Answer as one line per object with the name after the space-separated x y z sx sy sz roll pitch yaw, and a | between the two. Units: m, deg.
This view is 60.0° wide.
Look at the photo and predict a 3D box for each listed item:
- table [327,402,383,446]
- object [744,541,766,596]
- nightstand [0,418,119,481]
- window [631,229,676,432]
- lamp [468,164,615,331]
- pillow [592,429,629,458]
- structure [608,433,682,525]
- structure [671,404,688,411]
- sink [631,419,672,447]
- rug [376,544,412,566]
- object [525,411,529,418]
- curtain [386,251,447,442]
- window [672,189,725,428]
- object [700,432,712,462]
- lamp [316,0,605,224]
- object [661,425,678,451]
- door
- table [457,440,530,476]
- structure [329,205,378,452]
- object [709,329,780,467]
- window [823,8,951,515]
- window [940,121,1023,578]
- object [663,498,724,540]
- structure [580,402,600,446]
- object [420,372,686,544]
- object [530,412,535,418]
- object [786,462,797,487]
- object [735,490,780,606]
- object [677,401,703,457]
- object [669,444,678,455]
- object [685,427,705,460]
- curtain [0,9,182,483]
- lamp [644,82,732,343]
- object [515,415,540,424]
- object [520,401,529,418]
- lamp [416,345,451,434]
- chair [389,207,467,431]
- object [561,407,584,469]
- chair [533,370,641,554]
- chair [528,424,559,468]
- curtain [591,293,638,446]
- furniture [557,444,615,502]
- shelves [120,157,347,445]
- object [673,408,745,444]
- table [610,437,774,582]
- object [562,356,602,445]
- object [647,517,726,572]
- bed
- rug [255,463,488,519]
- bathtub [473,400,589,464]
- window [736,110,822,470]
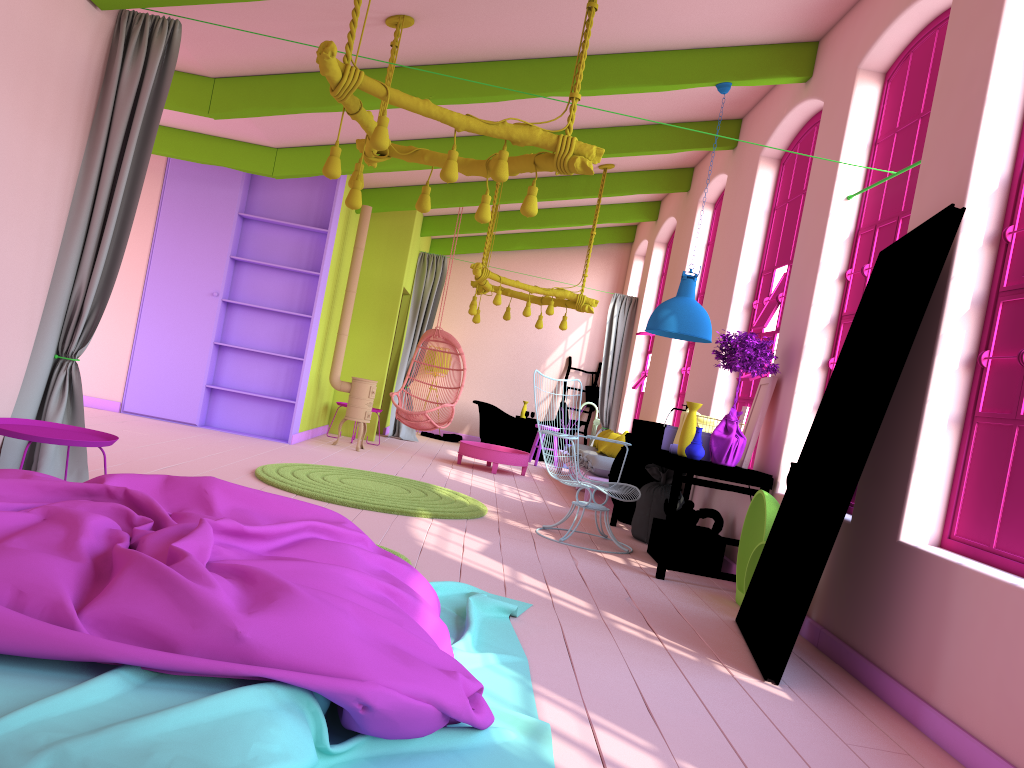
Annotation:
-1.981 0.502 11.280 0.595 0.458 0.596 11 0 36 | table
1.494 1.155 5.174 0.137 0.463 0.284 11 0 -17 | object
-2.246 0.438 4.249 0.595 0.458 0.596 11 0 36 | nightstand
2.042 -0.739 12.137 0.551 3.010 1.513 11 0 -2 | window
0.137 -1.779 10.922 1.612 2.265 1.774 11 0 -20 | lamp
1.295 0.735 10.830 0.578 0.399 1.997 11 0 -2 | pillow
1.272 0.927 8.470 0.719 0.845 0.717 11 0 -34 | structure
1.422 0.364 7.630 0.166 0.397 0.087 11 1 8 | structure
1.222 0.426 7.600 0.340 0.194 0.609 11 0 -2 | sink
-0.941 0.910 4.766 0.793 0.021 0.792 11 0 -19 | rug
0.229 0.513 13.963 0.069 0.170 0.069 11 0 18 | object
-1.408 -0.581 13.044 0.519 2.786 0.524 11 1 -21 | curtain
2.121 -0.739 9.685 0.072 3.047 1.274 11 0 -2 | window
1.370 0.442 6.286 0.109 0.197 0.109 11 0 35 | object
-0.379 -2.089 5.356 1.612 2.265 1.774 11 0 -20 | lamp
1.268 0.434 7.105 0.109 0.197 0.109 11 0 -10 | object
1.610 0.292 4.423 0.450 2.211 1.153 11 0 8 | door
-0.234 0.926 10.989 0.885 0.285 0.886 11 0 24 | table
-1.710 -0.644 10.431 0.577 2.814 0.403 11 1 15 | structure
1.558 0.096 6.162 0.441 0.951 0.502 10 1 -42 | object
2.260 -0.721 5.308 0.072 3.047 1.274 11 0 -2 | window
2.331 -0.701 3.402 0.214 3.010 1.513 11 0 -2 | window
1.344 1.128 6.789 0.300 0.448 0.671 11 0 -26 | object
1.247 0.828 14.176 0.451 1.061 0.254 11 1 42 | structure
0.104 0.334 11.169 2.827 1.580 7.864 11 0 -1 | object
0.322 0.531 14.130 0.069 0.170 0.069 11 0 18 | object
1.869 0.630 5.736 0.182 0.223 0.182 11 0 -24 | object
1.581 1.035 5.503 0.218 0.734 0.451 11 0 -2 | object
1.241 0.319 6.210 0.116 0.383 0.115 11 1 -28 | object
1.255 0.495 6.661 0.137 0.076 0.076 11 0 18 | object
1.251 0.403 6.013 0.132 0.219 0.132 11 0 15 | object
-2.335 -0.763 4.910 0.519 2.786 0.524 11 1 -21 | curtain
1.481 -1.352 6.900 0.528 2.002 0.529 11 1 30 | lamp
0.244 0.578 14.161 0.360 0.068 1.323 11 0 -2 | object
0.192 0.432 14.126 0.097 0.321 0.097 11 0 9 | object
-1.346 0.102 14.730 0.491 1.467 0.477 11 1 28 | lamp
-0.897 -0.944 11.292 0.859 3.130 0.806 11 1 18 | chair
0.877 0.785 13.419 0.451 0.987 0.277 11 1 42 | object
0.605 0.598 6.897 0.924 1.238 1.079 11 0 33 | chair
0.457 0.908 13.065 0.473 0.593 0.446 11 0 -33 | chair
1.467 0.026 13.136 0.518 2.786 0.525 11 1 17 | curtain
1.065 1.061 10.746 0.907 0.507 3.775 11 0 -2 | furniture
-3.009 -1.028 9.644 1.842 3.104 0.384 11 1 -2 | shelves
1.500 0.395 6.934 0.444 0.369 0.633 11 0 -2 | object
1.317 0.942 6.962 0.655 0.821 2.192 11 0 -2 | table
1.085 0.444 14.917 0.603 1.765 0.410 11 1 -2 | object
1.299 1.214 6.643 0.446 0.277 0.521 11 0 -2 | object
-1.163 0.621 2.743 2.802 0.514 3.576 11 0 -2 | bed
-1.138 0.867 7.302 1.890 0.050 1.887 11 0 -14 | rug
0.236 0.792 14.163 1.889 0.740 0.826 11 0 -2 | bathtub
2.202 -0.720 7.226 0.492 3.004 1.497 11 0 -2 | window
